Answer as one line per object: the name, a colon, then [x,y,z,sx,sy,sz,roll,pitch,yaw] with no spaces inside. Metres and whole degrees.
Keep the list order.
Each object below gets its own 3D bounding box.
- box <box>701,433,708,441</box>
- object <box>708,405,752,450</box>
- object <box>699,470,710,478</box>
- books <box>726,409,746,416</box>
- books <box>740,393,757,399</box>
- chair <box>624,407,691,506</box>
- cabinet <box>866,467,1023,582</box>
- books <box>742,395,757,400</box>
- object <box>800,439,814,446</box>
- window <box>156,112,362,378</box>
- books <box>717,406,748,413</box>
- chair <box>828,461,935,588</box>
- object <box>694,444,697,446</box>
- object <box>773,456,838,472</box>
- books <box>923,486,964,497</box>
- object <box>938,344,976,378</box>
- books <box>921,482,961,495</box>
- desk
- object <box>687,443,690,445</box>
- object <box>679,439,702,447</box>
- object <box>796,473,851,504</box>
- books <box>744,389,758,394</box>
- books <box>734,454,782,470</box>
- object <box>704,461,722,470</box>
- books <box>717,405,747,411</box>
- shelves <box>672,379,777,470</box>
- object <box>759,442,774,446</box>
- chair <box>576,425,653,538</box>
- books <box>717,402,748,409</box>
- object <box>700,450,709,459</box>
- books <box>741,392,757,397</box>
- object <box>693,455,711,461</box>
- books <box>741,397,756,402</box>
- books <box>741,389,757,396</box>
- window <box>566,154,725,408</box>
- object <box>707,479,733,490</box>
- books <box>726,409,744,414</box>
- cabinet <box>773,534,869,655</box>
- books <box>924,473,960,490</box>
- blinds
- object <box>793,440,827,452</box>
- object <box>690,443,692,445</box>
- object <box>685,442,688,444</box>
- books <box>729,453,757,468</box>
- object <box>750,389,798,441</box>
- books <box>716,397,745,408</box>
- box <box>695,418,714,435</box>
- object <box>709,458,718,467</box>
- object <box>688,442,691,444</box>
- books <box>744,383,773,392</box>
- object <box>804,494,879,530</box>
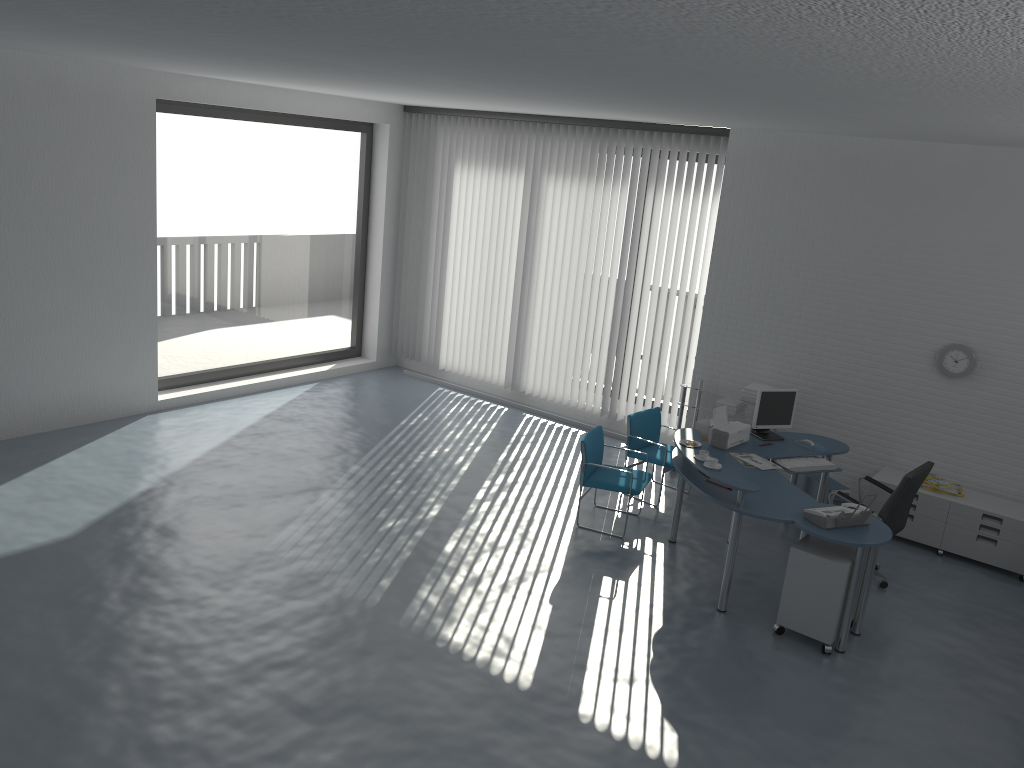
box: [1.843,0.509,8.433,0.207,0.133,0.347,14,17,30]
object: [1.702,0.334,6.946,0.197,0.273,0.392,18,19,39]
object: [1.346,0.623,6.236,0.013,0.013,0.178,1,15,-16]
books: [2.040,0.240,8.273,0.190,0.015,0.270,16,18,33]
books: [2.226,0.094,8.086,0.190,0.015,0.270,17,18,36]
chair: [1.303,0.631,7.803,0.543,0.707,0.542,18,19,39]
cabinet: [3.586,1.120,7.248,1.259,0.484,0.447,16,18,34]
books: [2.234,0.110,8.087,0.190,0.015,0.270,15,17,31]
object: [2.382,0.468,7.149,0.054,0.035,0.115,-8,20,-43]
window: [-2.732,-1.499,9.759,0.008,2.691,2.824,16,18,34]
books: [2.052,0.213,8.263,0.190,0.015,0.270,16,18,34]
chair: [2.592,0.973,6.521,0.652,0.948,0.584,18,19,39]
object: [1.318,0.438,6.374,0.025,0.005,0.027,6,15,3]
object: [2.269,0.612,6.859,0.478,0.028,0.276,-1,16,-23]
books: [3.521,0.851,7.251,0.300,0.020,0.210,11,16,19]
object: [3.634,-0.189,7.246,0.279,0.277,0.041,16,18,34]
books: [3.496,0.827,7.255,0.300,0.020,0.210,14,17,29]
desk: [1.834,0.920,6.531,1.402,0.900,2.282,8,15,10]
object: [1.267,0.430,6.366,0.027,0.005,0.025,10,15,15]
object: [1.285,0.430,6.386,0.162,0.011,0.162,2,15,-12]
object: [2.583,1.004,7.430,0.199,0.422,0.471,0,16,-19]
books: [2.253,0.053,8.073,0.190,0.015,0.270,16,18,34]
books: [1.826,0.579,6.588,0.200,0.010,0.300,-3,17,-29]
object: [1.347,0.551,5.956,0.119,0.016,0.119,9,15,14]
books: [2.049,0.199,8.255,0.190,0.015,0.270,16,18,33]
shelves: [2.007,0.486,8.333,0.896,0.848,0.441,16,18,35]
object: [2.015,0.478,7.027,0.178,0.013,0.013,-5,18,-35]
chair: [0.810,0.770,7.098,0.543,0.707,0.542,11,16,20]
books: [2.054,0.183,8.258,0.190,0.015,0.270,16,18,35]
object: [1.321,0.486,6.096,0.062,0.049,0.078,13,16,25]
books: [2.232,0.079,8.086,0.190,0.015,0.270,16,18,34]
object: [1.315,0.510,6.096,0.119,0.016,0.119,1,15,-16]
books: [2.232,0.124,8.091,0.190,0.015,0.270,16,18,34]
books: [2.230,0.066,8.076,0.190,0.015,0.270,17,19,37]
window: [0.852,-1.288,9.946,3.635,2.562,0.008,16,18,34]
object: [1.411,0.686,6.029,0.011,0.010,0.200,-9,21,-43]
books: [2.042,0.226,8.269,0.190,0.015,0.270,14,17,30]
cabinet: [2.007,1.311,5.705,0.383,0.605,0.559,17,18,36]
books: [3.474,0.798,7.277,0.210,0.020,0.300,0,16,-19]
blinds: [0.255,-1.333,9.770,4.001,2.955,0.158,16,18,34]
object: [2.409,0.483,7.134,0.213,0.026,0.285,-7,19,-40]
object: [1.293,0.433,6.383,0.025,0.005,0.027,11,16,20]
object: [1.262,0.426,6.398,0.025,0.005,0.027,1,16,-17]
books: [1.769,0.568,6.616,0.200,0.005,0.300,3,15,-10]
object: [2.097,0.229,7.207,0.365,0.417,0.212,0,16,-20]
books: [2.034,0.167,8.252,0.190,0.015,0.270,15,17,31]
box: [1.854,0.402,8.404,0.139,0.090,0.234,18,19,39]
object: [1.355,0.527,5.954,0.078,0.049,0.062,-4,18,-32]
object: [1.280,0.424,6.394,0.025,0.005,0.027,18,19,39]
books: [2.241,0.037,8.068,0.190,0.015,0.270,14,17,29]
object: [2.092,0.741,5.546,0.405,0.280,0.399,-1,16,-24]
